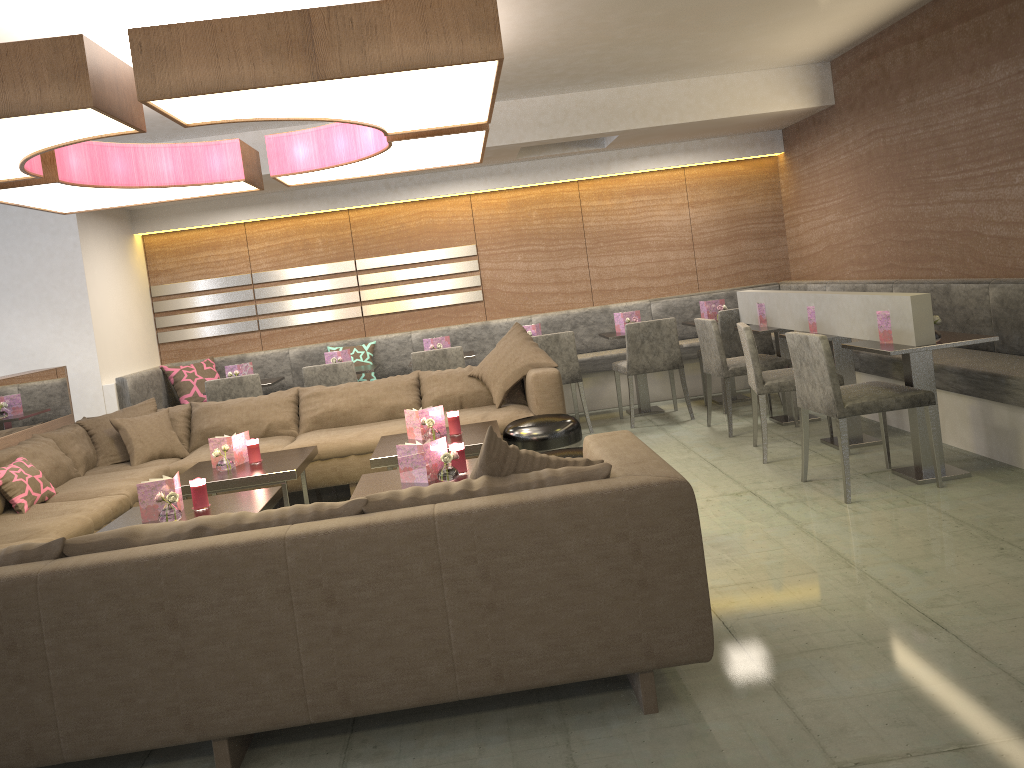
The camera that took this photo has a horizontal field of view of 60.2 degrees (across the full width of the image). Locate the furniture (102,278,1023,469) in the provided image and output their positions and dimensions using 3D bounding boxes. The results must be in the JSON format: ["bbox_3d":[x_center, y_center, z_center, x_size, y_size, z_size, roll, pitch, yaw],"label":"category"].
[{"bbox_3d":[-0.074,0.100,5.741,5.649,0.850,4.279,-8,7,-3],"label":"furniture"}]

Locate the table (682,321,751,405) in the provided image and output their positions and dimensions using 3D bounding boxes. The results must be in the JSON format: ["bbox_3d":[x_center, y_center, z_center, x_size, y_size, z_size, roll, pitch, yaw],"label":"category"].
[{"bbox_3d":[1.704,-0.191,7.054,0.506,0.652,0.508,-8,4,-3],"label":"table"}]

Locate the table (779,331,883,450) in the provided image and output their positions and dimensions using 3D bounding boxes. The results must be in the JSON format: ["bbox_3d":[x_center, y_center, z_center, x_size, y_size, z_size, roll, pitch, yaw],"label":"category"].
[{"bbox_3d":[1.914,0.018,5.087,0.506,0.652,0.508,-8,4,-3],"label":"table"}]

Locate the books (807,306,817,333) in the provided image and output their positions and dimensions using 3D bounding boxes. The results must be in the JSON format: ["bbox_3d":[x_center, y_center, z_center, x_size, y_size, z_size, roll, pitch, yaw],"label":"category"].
[{"bbox_3d":[1.826,-0.381,5.125,0.158,0.164,0.143,-11,6,-38],"label":"books"}]

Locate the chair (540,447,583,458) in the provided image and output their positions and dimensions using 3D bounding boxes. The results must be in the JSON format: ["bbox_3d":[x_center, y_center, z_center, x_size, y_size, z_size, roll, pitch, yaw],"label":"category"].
[{"bbox_3d":[0.238,0.506,3.723,0.423,0.449,0.424,-8,5,-7],"label":"chair"}]

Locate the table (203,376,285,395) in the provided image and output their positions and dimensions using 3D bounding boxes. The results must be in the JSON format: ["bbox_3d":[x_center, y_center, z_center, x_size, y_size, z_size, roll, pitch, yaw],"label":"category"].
[{"bbox_3d":[-2.017,0.324,6.841,0.506,0.652,0.508,-8,4,-3],"label":"table"}]

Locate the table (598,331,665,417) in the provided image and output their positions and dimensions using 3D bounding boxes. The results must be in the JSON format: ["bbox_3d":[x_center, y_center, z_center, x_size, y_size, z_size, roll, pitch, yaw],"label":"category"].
[{"bbox_3d":[1.016,-0.096,7.015,0.506,0.652,0.508,-8,4,-3],"label":"table"}]

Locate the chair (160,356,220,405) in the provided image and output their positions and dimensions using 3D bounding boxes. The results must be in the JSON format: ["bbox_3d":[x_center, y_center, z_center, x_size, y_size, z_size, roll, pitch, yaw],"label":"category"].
[{"bbox_3d":[-2.590,0.009,7.311,0.294,0.426,0.495,-4,6,40],"label":"chair"}]

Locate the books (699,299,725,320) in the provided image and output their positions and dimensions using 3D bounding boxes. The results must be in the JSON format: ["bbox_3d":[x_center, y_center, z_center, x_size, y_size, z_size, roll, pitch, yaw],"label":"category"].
[{"bbox_3d":[1.622,-0.596,7.134,0.158,0.164,0.143,-8,4,-8],"label":"books"}]

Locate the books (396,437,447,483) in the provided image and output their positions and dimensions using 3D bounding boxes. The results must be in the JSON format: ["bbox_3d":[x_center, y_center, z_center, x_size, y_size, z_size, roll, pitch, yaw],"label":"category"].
[{"bbox_3d":[-0.373,0.320,3.728,0.142,0.164,0.159,-5,5,32],"label":"books"}]

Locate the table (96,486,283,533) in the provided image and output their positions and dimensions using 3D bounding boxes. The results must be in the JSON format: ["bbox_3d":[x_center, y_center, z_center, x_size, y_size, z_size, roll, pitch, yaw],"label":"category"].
[{"bbox_3d":[-1.309,0.741,3.620,0.658,0.410,0.661,-8,6,-3],"label":"table"}]

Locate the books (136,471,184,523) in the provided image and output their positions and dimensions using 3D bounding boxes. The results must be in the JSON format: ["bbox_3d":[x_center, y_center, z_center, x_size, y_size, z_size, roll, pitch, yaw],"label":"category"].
[{"bbox_3d":[-1.416,0.465,3.669,0.260,0.164,0.142,-12,6,-39],"label":"books"}]

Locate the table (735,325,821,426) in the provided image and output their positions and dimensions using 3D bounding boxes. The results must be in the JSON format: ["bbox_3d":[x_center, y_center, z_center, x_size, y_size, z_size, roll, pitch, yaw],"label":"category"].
[{"bbox_3d":[1.861,-0.078,5.943,0.506,0.652,0.508,-8,4,-3],"label":"table"}]

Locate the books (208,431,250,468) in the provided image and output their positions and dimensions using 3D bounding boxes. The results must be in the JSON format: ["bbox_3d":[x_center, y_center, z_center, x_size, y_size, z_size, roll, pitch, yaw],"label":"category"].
[{"bbox_3d":[-1.499,0.350,4.712,0.142,0.164,0.159,-6,5,17],"label":"books"}]

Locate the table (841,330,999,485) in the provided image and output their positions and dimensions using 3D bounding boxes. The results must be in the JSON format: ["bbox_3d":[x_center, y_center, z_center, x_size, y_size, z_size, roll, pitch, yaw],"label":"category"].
[{"bbox_3d":[1.967,0.114,4.232,0.506,0.652,0.508,-8,4,-3],"label":"table"}]

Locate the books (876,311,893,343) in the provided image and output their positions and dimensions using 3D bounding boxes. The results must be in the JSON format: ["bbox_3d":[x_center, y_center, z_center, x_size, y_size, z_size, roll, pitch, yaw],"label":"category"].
[{"bbox_3d":[1.872,-0.281,4.250,0.158,0.164,0.143,-10,5,-33],"label":"books"}]

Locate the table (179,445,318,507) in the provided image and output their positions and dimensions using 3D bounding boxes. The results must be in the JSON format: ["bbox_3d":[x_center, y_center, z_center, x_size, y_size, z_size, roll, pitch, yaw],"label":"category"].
[{"bbox_3d":[-1.371,0.629,4.620,0.658,0.410,0.661,-8,6,-3],"label":"table"}]

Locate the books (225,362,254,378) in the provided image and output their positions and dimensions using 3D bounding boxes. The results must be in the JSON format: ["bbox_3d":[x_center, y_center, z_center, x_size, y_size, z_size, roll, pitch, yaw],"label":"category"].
[{"bbox_3d":[-2.127,-0.075,6.910,0.142,0.164,0.159,-6,5,17],"label":"books"}]

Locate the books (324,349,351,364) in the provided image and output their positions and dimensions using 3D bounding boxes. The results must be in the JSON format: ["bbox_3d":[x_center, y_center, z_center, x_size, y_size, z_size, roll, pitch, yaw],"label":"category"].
[{"bbox_3d":[-1.364,-0.181,6.954,0.142,0.164,0.159,-6,5,17],"label":"books"}]

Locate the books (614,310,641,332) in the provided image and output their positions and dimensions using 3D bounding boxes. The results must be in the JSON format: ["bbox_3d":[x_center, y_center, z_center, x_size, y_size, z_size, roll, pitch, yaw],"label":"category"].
[{"bbox_3d":[0.929,-0.499,7.086,0.158,0.164,0.143,-9,5,-23],"label":"books"}]

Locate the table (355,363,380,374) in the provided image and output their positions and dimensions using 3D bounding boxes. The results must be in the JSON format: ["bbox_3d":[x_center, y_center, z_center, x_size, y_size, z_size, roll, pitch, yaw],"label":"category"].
[{"bbox_3d":[-1.259,0.219,6.884,0.506,0.652,0.508,-8,4,-3],"label":"table"}]

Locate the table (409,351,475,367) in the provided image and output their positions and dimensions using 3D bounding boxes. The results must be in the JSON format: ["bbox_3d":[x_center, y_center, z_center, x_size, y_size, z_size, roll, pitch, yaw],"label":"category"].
[{"bbox_3d":[-0.501,0.114,6.928,0.506,0.652,0.508,-8,4,-3],"label":"table"}]

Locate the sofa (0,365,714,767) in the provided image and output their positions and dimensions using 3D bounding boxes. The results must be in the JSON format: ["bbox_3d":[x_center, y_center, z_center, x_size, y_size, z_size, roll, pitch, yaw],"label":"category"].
[{"bbox_3d":[-1.168,0.534,4.102,3.180,0.672,3.786,-8,7,-3],"label":"sofa"}]

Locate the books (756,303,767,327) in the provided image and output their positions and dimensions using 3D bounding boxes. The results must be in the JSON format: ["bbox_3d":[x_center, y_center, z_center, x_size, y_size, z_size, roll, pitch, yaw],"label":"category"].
[{"bbox_3d":[1.748,-0.474,5.983,0.157,0.164,0.144,-7,4,12],"label":"books"}]

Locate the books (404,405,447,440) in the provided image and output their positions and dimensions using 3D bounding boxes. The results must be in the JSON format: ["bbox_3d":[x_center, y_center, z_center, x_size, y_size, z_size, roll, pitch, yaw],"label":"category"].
[{"bbox_3d":[-0.467,0.207,4.769,0.158,0.164,0.143,-11,6,-38],"label":"books"}]

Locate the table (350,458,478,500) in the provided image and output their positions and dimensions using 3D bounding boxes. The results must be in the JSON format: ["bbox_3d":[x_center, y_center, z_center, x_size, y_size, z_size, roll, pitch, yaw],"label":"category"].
[{"bbox_3d":[-0.303,0.602,3.678,0.658,0.410,0.661,-8,6,-3],"label":"table"}]

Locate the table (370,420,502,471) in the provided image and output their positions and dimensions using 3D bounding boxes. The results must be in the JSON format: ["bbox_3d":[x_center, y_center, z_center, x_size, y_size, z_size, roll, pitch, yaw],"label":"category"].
[{"bbox_3d":[-0.364,0.490,4.678,0.658,0.410,0.661,-8,6,-3],"label":"table"}]

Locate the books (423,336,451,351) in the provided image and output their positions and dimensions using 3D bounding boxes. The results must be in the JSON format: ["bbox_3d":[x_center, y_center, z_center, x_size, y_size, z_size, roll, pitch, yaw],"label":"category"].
[{"bbox_3d":[-0.590,-0.288,6.999,0.158,0.164,0.143,-11,6,-38],"label":"books"}]

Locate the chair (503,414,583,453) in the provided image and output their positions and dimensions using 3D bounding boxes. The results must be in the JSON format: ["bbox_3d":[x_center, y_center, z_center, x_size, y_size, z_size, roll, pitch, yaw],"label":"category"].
[{"bbox_3d":[0.177,0.394,4.720,0.424,0.449,0.423,-9,5,-22],"label":"chair"}]

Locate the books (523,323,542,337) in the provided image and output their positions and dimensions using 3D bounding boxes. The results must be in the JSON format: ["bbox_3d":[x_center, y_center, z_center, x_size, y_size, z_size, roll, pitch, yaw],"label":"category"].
[{"bbox_3d":[0.147,-0.391,7.041,0.142,0.164,0.159,-6,5,17],"label":"books"}]

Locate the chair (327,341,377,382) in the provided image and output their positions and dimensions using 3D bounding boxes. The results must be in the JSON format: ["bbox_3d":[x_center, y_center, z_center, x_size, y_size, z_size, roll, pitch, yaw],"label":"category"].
[{"bbox_3d":[-1.354,-0.149,7.541,0.427,0.394,0.220,-8,3,-2],"label":"chair"}]
